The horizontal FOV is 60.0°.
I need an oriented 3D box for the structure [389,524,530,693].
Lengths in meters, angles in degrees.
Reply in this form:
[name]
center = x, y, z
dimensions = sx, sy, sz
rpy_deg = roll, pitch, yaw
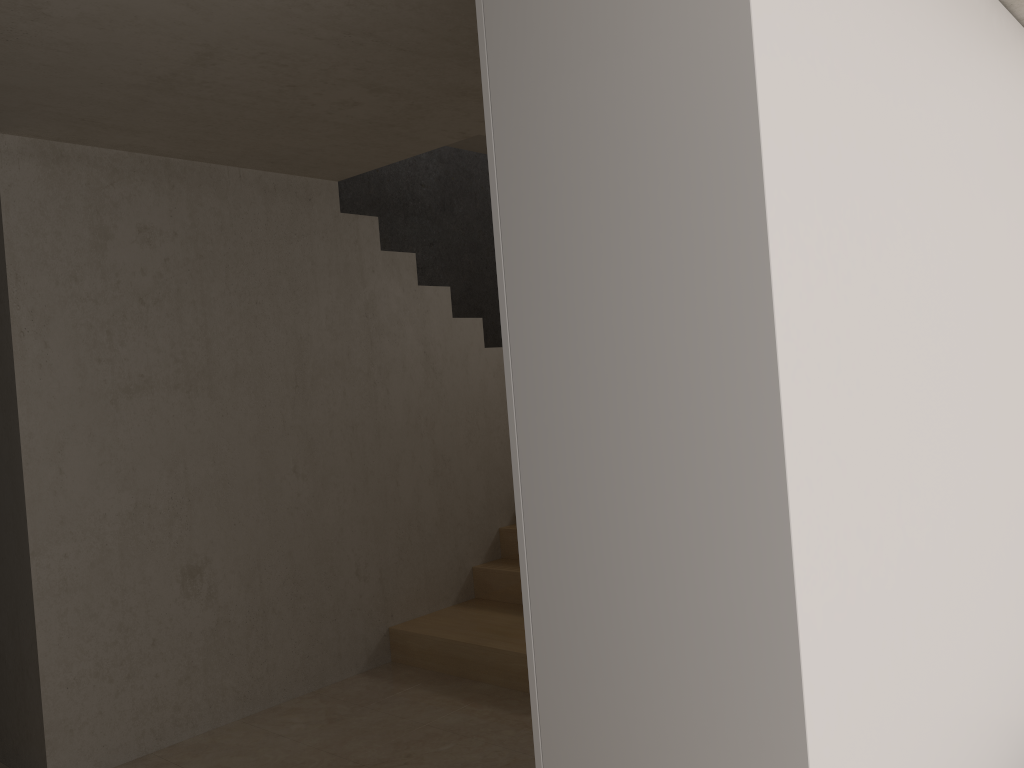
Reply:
[structure]
center = 0.251, 0.850, 5.410
dimensions = 1.950, 1.110, 2.400
rpy_deg = -4, 0, 41
